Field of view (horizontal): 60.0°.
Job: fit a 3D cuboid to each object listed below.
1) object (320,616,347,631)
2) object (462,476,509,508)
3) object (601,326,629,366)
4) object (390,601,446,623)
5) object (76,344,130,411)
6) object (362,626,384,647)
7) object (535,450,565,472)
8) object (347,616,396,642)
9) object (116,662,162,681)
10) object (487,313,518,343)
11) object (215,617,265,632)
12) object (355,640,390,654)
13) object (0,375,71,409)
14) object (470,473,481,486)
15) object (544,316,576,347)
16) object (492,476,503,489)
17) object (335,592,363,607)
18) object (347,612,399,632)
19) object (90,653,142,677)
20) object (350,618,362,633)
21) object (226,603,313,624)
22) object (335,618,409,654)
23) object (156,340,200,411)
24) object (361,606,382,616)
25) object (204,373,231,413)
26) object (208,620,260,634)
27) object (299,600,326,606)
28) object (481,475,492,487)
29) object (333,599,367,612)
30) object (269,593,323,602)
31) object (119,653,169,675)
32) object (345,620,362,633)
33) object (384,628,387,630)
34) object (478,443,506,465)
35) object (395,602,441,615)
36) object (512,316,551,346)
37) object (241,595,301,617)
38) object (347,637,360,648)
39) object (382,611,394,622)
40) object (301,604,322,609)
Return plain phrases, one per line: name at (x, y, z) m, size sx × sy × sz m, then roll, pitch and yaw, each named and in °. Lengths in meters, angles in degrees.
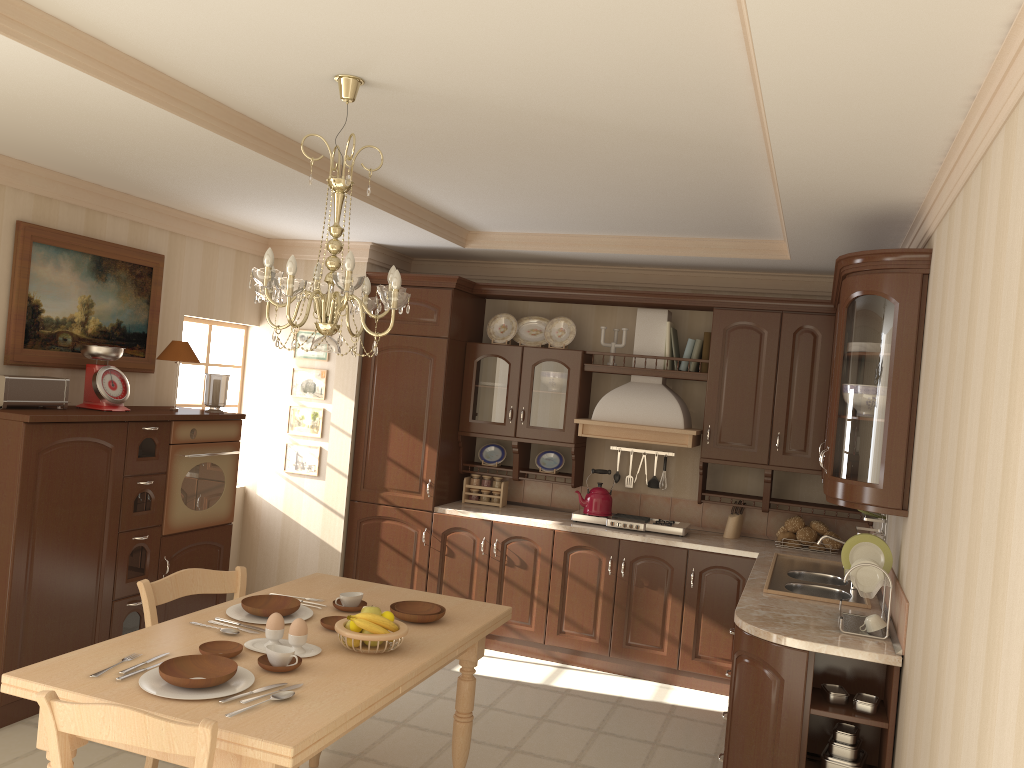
object at (-0.592, 0.823, 3.033) m, size 0.126 × 0.026 × 0.127 m, roll 5°, pitch 0°, yaw -16°
object at (-0.179, 0.729, 5.998) m, size 0.276 × 0.170 × 0.140 m, roll 5°, pitch 0°, yaw 15°
object at (0.641, -0.242, 5.755) m, size 0.163 × 0.248 × 0.174 m, roll 5°, pitch 0°, yaw -18°
object at (-0.345, 0.838, 3.237) m, size 0.204 × 0.042 × 0.204 m, roll 5°, pitch 0°, yaw -32°
object at (-2.074, -0.031, 4.496) m, size 0.263 × 0.317 × 0.218 m, roll 5°, pitch 0°, yaw 23°
object at (-0.442, 0.802, 2.830) m, size 0.077 × 0.065 × 0.076 m, roll 5°, pitch 0°, yaw -4°
object at (0.252, 0.511, 5.896) m, size 0.202 × 0.143 × 0.071 m, roll 5°, pitch 0°, yaw 17°
object at (-0.431, 0.780, 2.793) m, size 0.176 × 0.094 × 0.064 m, roll 5°, pitch 0°, yaw -34°
object at (-1.017, 0.795, 2.474) m, size 0.022 × 0.008 × 0.218 m, roll 5°, pitch 0°, yaw 22°
object at (-0.066, -0.377, 5.972) m, size 0.220 × 0.210 × 0.068 m, roll 5°, pitch 0°, yaw 17°
object at (-0.904, 0.805, 2.967) m, size 0.221 × 0.008 × 0.023 m, roll 5°, pitch 0°, yaw 24°
object at (-0.456, 0.843, 2.855) m, size 0.128 × 0.011 × 0.128 m, roll 5°, pitch 0°, yaw -30°
object at (-2.271, 0.038, 4.136) m, size 0.192 × 0.150 × 0.360 m, roll 5°, pitch 0°, yaw 19°
object at (-0.247, 0.650, 6.015) m, size 0.068 × 0.088 × 0.068 m, roll 5°, pitch 0°, yaw 35°
object at (0.316, -0.343, 5.839) m, size 0.220 × 0.210 × 0.068 m, roll 5°, pitch 0°, yaw 17°
object at (-0.096, 0.663, 5.976) m, size 0.068 × 0.088 × 0.068 m, roll 5°, pitch 0°, yaw 35°
object at (-0.604, 0.806, 3.278) m, size 0.119 × 0.055 × 0.063 m, roll 5°, pitch 0°, yaw -42°
object at (-0.427, 0.762, 2.813) m, size 0.184 × 0.085 × 0.066 m, roll 5°, pitch 0°, yaw -33°
object at (-1.111, 0.789, 2.491) m, size 0.028 × 0.004 × 0.218 m, roll 5°, pitch 0°, yaw 9°
object at (-0.494, 0.765, 2.822) m, size 0.045 × 0.053 × 0.051 m, roll 5°, pitch 0°, yaw 7°
object at (-0.854, 0.808, 3.130) m, size 0.299 × 0.009 × 0.299 m, roll 5°, pitch 0°, yaw 17°
object at (-0.454, 0.812, 2.855) m, size 0.235 × 0.068 × 0.235 m, roll 5°, pitch 0°, yaw -24°
object at (-1.866, -0.046, 4.942) m, size 0.237 × 0.388 × 0.235 m, roll 5°, pitch 0°, yaw 31°
object at (-0.457, 0.750, 2.873) m, size 0.068 × 0.061 × 0.069 m, roll 5°, pitch 0°, yaw 36°
object at (-1.704, 0.053, 5.108) m, size 0.144 × 0.220 × 0.144 m, roll 5°, pitch 0°, yaw 2°
object at (-0.920, 0.805, 2.936) m, size 0.216 × 0.004 × 0.022 m, roll 5°, pitch 0°, yaw 25°
object at (-0.786, 0.815, 3.329) m, size 0.212 × 0.008 × 0.018 m, roll 5°, pitch 0°, yaw 19°
object at (-0.171, 0.656, 5.996) m, size 0.068 × 0.088 × 0.068 m, roll 5°, pitch 0°, yaw 35°
object at (-0.601, 0.823, 3.283) m, size 0.127 × 0.026 × 0.126 m, roll 5°, pitch 0°, yaw -44°
object at (-0.822, 0.814, 3.384) m, size 0.218 × 0.004 × 0.028 m, roll 5°, pitch 0°, yaw 9°
object at (-1.042, 0.793, 2.523) m, size 0.018 × 0.008 × 0.212 m, roll 5°, pitch 0°, yaw 14°
object at (-0.505, 0.796, 2.869) m, size 0.074 × 0.076 × 0.072 m, roll 5°, pitch 0°, yaw -6°
object at (-0.441, 0.806, 2.898) m, size 0.068 × 0.069 × 0.070 m, roll 5°, pitch 0°, yaw 28°
object at (-0.134, 0.476, 6.033) m, size 0.202 × 0.143 × 0.071 m, roll 5°, pitch 0°, yaw 17°
object at (-0.344, 0.834, 3.235) m, size 0.168 × 0.034 × 0.168 m, roll 5°, pitch 0°, yaw 30°
object at (0.144, -0.356, 5.959) m, size 0.342 × 0.209 × 0.073 m, roll 5°, pitch 0°, yaw 20°
object at (-0.852, 0.790, 3.131) m, size 0.204 × 0.042 × 0.204 m, roll 5°, pitch 0°, yaw 19°
object at (-0.500, 0.812, 2.810) m, size 0.046 × 0.046 × 0.055 m, roll 5°, pitch 0°, yaw -38°
object at (-0.405, 0.762, 2.884) m, size 0.047 × 0.046 × 0.054 m, roll 5°, pitch 0°, yaw -29°
object at (-0.796, 0.815, 3.292) m, size 0.218 × 0.008 × 0.022 m, roll 5°, pitch 0°, yaw 22°
